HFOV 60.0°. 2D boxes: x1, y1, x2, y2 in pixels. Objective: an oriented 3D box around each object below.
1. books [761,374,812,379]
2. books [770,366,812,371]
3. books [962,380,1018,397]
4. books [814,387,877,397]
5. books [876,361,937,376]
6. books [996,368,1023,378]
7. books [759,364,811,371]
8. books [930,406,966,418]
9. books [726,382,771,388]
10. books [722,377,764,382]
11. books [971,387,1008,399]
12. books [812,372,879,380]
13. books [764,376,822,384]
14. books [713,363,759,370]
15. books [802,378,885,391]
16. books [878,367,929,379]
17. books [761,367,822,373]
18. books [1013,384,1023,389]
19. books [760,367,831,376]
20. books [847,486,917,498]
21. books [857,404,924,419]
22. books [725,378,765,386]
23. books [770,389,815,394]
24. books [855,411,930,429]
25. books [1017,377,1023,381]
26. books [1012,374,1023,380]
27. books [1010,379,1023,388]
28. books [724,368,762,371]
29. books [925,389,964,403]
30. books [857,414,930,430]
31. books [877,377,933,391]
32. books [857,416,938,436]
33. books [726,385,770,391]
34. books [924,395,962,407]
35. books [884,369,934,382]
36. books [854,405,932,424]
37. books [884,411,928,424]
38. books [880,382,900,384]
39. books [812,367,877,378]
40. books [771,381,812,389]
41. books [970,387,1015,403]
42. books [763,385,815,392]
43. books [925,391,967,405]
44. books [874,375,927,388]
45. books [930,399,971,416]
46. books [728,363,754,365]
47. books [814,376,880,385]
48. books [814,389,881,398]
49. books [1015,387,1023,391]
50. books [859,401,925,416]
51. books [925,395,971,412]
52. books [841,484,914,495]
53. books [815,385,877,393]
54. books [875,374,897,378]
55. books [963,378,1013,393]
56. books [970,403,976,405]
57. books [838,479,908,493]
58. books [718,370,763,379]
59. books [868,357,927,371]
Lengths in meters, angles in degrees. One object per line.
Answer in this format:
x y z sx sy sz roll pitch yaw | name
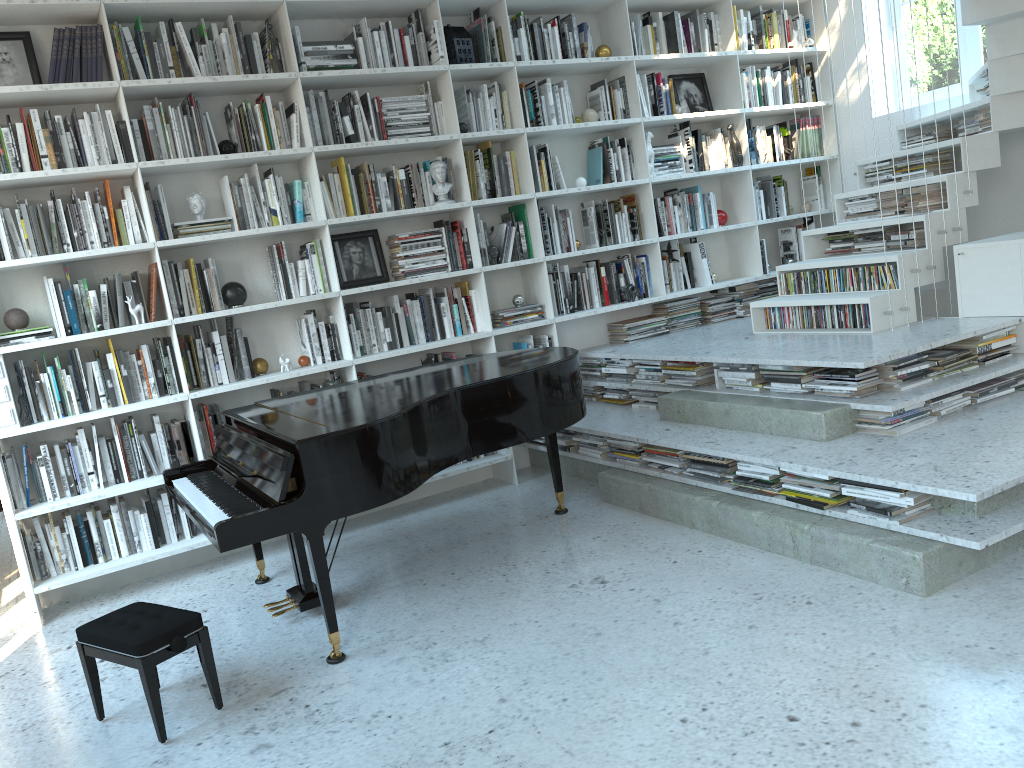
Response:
1.327 -0.051 4.165 0.187 0.009 0.250 -14 9 -27 | books
1.324 -0.085 4.161 0.170 0.008 0.208 -13 9 -24 | books
2.113 0.015 4.018 0.287 0.018 0.190 -14 9 -28 | books
1.477 0.028 3.937 0.161 0.014 0.212 -13 9 -23 | books
1.719 -0.073 3.925 0.230 0.015 0.190 -13 9 -22 | books
2.328 -0.048 4.163 0.214 0.007 0.130 -13 9 -25 | books
1.309 -0.096 4.153 0.189 0.022 0.237 -13 9 -22 | books
1.866 0.115 3.910 0.207 0.015 0.152 -14 9 -29 | books
1.213 -0.009 4.454 0.135 0.013 0.258 -14 9 -27 | books
1.182 -0.040 4.435 0.177 0.015 0.187 -13 9 -22 | books
2.112 0.034 4.028 0.253 0.005 0.161 -14 10 -31 | books
1.477 -0.042 3.932 0.132 0.009 0.269 -13 9 -23 | books
1.333 -0.035 4.170 0.177 0.026 0.230 -14 9 -27 | books
1.166 -0.098 4.423 0.191 0.014 0.256 -14 10 -31 | books
1.466 -0.004 3.928 0.184 0.014 0.297 -14 9 -28 | books
1.714 -0.052 3.945 0.210 0.012 0.168 -13 9 -26 | books
1.325 -0.078 4.162 0.171 0.007 0.260 -14 9 -29 | books
2.341 -0.002 4.160 0.179 0.010 0.160 -14 9 -27 | books
1.326 -0.068 4.163 0.168 0.013 0.281 -14 9 -30 | books
1.364 0.365 3.212 0.164 0.015 0.242 -13 9 -23 | books
1.607 0.110 3.776 0.257 0.010 0.132 -13 9 -23 | books
1.195 -0.024 4.444 0.167 0.024 0.192 -13 9 -26 | books
1.350 0.021 4.182 0.142 0.020 0.230 -13 9 -22 | books
1.618 0.148 3.773 0.284 0.008 0.159 -14 9 -29 | books
2.334 -0.028 4.161 0.224 0.007 0.133 -13 9 -23 | books
2.330 -0.038 4.165 0.228 0.014 0.133 -14 9 -28 | books
2.338 -0.016 4.160 0.233 0.017 0.151 -13 9 -26 | books
1.189 -0.088 4.436 0.144 0.017 0.208 -14 10 -32 | books
1.853 0.048 3.903 0.219 0.013 0.148 -14 9 -28 | books
1.619 0.155 3.774 0.264 0.006 0.164 -13 9 -26 | books
1.725 -0.002 3.947 0.216 0.015 0.177 -14 9 -29 | books
1.631 0.170 3.759 0.262 0.023 0.200 -14 9 -29 | books
1.208 0.007 4.452 0.131 0.016 0.262 -13 9 -22 | books
1.855 0.068 3.909 0.210 0.018 0.134 -13 9 -24 | books
1.721 -0.040 3.938 0.215 0.013 0.189 -14 9 -28 | books
1.615 0.122 3.766 0.292 0.012 0.159 -13 9 -24 | books
1.619 0.134 3.765 0.210 0.012 0.168 -13 9 -23 | books
1.712 -0.029 3.961 0.207 0.012 0.131 -14 10 -31 | books
1.473 -0.052 3.929 0.149 0.014 0.228 -14 9 -29 | books
1.346 -0.010 4.178 0.155 0.028 0.189 -13 9 -26 | books
2.117 0.046 4.025 0.250 0.019 0.177 -13 9 -24 | books
1.344 0.008 4.179 0.154 0.007 0.292 -13 9 -24 | books
1.855 0.057 3.902 0.242 0.005 0.152 -13 9 -26 | books
1.716 -0.016 3.958 0.227 0.013 0.148 -14 9 -29 | books
1.870 0.099 3.895 0.231 0.019 0.169 -14 10 -32 | books
1.190 -0.118 4.434 0.133 0.014 0.181 -13 9 -22 | books
1.485 -0.022 3.937 0.137 0.012 0.242 -13 9 -26 | books
1.493 0.035 3.946 0.144 0.009 0.249 -14 9 -27 | books
2.345 0.006 4.157 0.261 0.006 0.151 -14 10 -31 | books
1.611 0.094 3.761 0.233 0.025 0.157 -14 10 -32 | books
1.862 0.083 3.902 0.272 0.013 0.158 -14 9 -29 | books
1.356 0.354 3.207 0.176 0.010 0.266 -14 10 -31 | books
1.480 0.012 3.937 0.152 0.015 0.208 -14 9 -30 | books
1.711 -0.063 3.946 0.260 0.009 0.153 -13 9 -24 | books
2.100 0.004 4.020 0.274 0.009 0.176 -13 9 -27 | books
2.109 0.058 4.045 0.249 0.009 0.144 -14 9 -28 | books
1.348 0.344 3.201 0.191 0.014 0.256 -14 10 -31 | books
1.183 -0.063 4.434 0.174 0.029 0.250 -14 9 -29 | books
1.704 -0.091 3.945 0.220 0.018 0.154 -13 9 -26 | books
